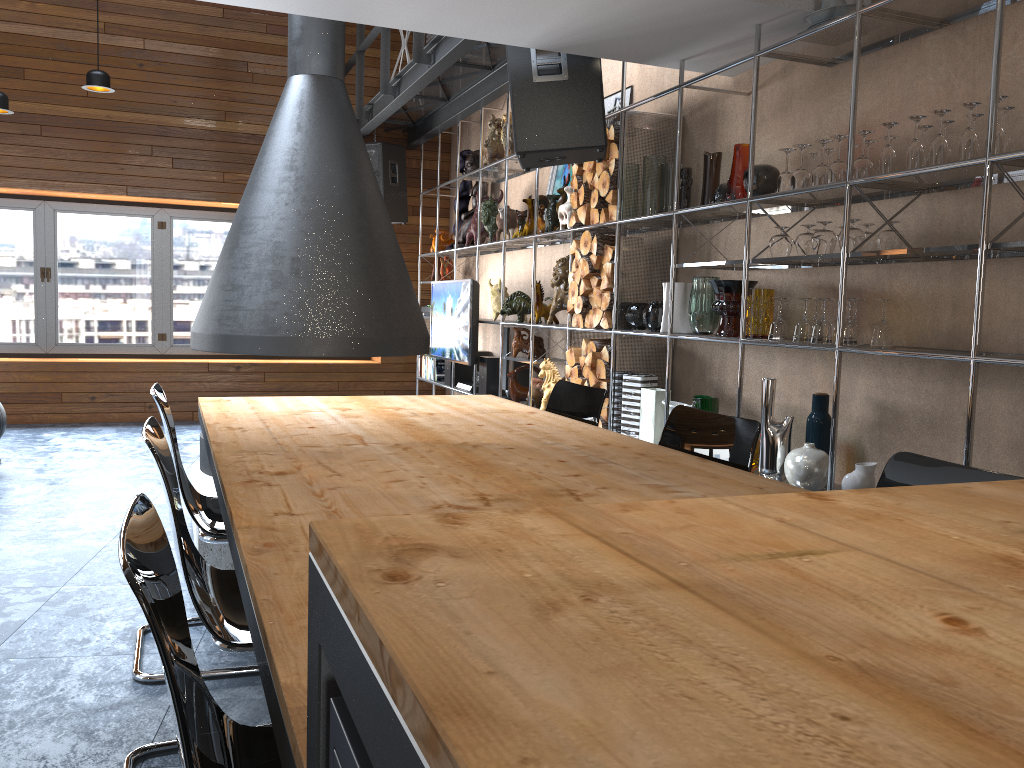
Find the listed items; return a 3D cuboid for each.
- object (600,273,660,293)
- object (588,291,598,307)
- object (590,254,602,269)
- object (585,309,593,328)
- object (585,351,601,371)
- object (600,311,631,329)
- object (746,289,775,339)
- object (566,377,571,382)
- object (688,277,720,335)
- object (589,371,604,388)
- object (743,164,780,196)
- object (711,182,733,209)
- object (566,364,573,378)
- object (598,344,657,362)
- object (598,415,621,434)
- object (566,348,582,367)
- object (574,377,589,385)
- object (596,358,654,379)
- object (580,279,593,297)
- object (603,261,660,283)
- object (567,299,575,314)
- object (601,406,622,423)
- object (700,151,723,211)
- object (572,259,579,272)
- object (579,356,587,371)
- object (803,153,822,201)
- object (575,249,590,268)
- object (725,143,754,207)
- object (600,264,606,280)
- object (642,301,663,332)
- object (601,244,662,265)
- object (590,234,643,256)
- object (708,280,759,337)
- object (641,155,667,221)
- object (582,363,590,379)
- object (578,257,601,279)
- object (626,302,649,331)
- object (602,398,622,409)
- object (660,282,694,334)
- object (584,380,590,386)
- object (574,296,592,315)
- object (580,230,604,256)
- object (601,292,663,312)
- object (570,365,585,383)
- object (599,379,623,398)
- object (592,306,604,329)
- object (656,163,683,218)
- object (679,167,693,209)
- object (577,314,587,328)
[{"bbox_3d":[0.645,-0.532,4.763,0.331,0.110,0.107,0,5,-23],"label":"object"},{"bbox_3d":[0.583,-0.475,4.962,0.288,0.118,0.147,-1,5,-25],"label":"object"},{"bbox_3d":[0.582,-0.670,4.886,0.303,0.090,0.098,0,5,-22],"label":"object"},{"bbox_3d":[0.569,-0.363,4.985,0.299,0.114,0.135,0,5,-23],"label":"object"},{"bbox_3d":[0.580,-0.124,4.901,0.362,0.115,0.098,0,5,-22],"label":"object"},{"bbox_3d":[0.641,-0.343,4.773,0.330,0.105,0.107,0,5,-24],"label":"object"},{"bbox_3d":[1.034,-0.294,3.716,0.120,0.206,0.120,4,5,26],"label":"object"},{"bbox_3d":[0.466,-0.005,5.206,0.331,0.110,0.107,0,5,-23],"label":"object"},{"bbox_3d":[0.885,-0.358,4.074,0.144,0.264,0.142,2,5,9],"label":"object"},{"bbox_3d":[0.598,-0.021,4.887,0.329,0.107,0.128,0,5,-21],"label":"object"},{"bbox_3d":[1.033,-0.831,3.672,0.149,0.149,0.148,4,5,22],"label":"object"},{"bbox_3d":[0.939,-0.836,3.929,0.108,0.109,0.109,2,5,5],"label":"object"},{"bbox_3d":[0.468,-0.060,5.223,0.308,0.120,0.098,-1,5,-26],"label":"object"},{"bbox_3d":[0.626,-0.174,4.807,0.308,0.107,0.121,-1,5,-25],"label":"object"},{"bbox_3d":[0.596,0.225,4.830,0.287,0.112,0.126,0,5,-22],"label":"object"},{"bbox_3d":[0.476,-0.154,5.156,0.299,0.119,0.151,0,5,-19],"label":"object"},{"bbox_3d":[0.515,0.009,5.039,0.330,0.098,0.107,-1,5,-25],"label":"object"},{"bbox_3d":[0.611,-0.084,4.807,0.299,0.114,0.135,0,5,-23],"label":"object"},{"bbox_3d":[0.552,-0.544,5.001,0.331,0.110,0.101,0,5,-19],"label":"object"},{"bbox_3d":[0.639,-0.599,4.757,0.308,0.120,0.098,-1,5,-26],"label":"object"},{"bbox_3d":[0.475,-0.448,5.177,0.303,0.088,0.095,0,5,-23],"label":"object"},{"bbox_3d":[0.629,0.159,4.814,0.303,0.088,0.095,0,5,-23],"label":"object"},{"bbox_3d":[0.904,-0.924,4.021,0.092,0.268,0.092,2,5,1],"label":"object"},{"bbox_3d":[0.507,-0.686,5.144,0.299,0.114,0.135,0,5,-23],"label":"object"},{"bbox_3d":[0.536,-0.116,5.063,0.303,0.090,0.098,0,5,-22],"label":"object"},{"bbox_3d":[1.214,-0.835,3.585,0.071,0.184,0.070,6,7,45],"label":"object"},{"bbox_3d":[0.540,-0.708,5.045,0.362,0.115,0.098,0,5,-22],"label":"object"},{"bbox_3d":[0.985,-0.897,3.806,0.127,0.254,0.126,4,5,22],"label":"object"},{"bbox_3d":[0.630,-0.596,4.837,0.290,0.153,0.112,-1,5,-24],"label":"object"},{"bbox_3d":[0.732,-0.340,4.462,0.151,0.154,0.151,0,5,-18],"label":"object"},{"bbox_3d":[0.644,-0.688,4.789,0.299,0.119,0.151,0,5,-19],"label":"object"},{"bbox_3d":[0.573,-0.752,4.857,0.289,0.121,0.107,0,5,-20],"label":"object"},{"bbox_3d":[0.965,-0.331,3.897,0.218,0.243,0.216,-1,6,-31],"label":"object"},{"bbox_3d":[0.722,-0.995,4.510,0.122,0.313,0.122,2,5,-1],"label":"object"},{"bbox_3d":[0.573,-0.074,5.000,0.321,0.128,0.164,0,5,-22],"label":"object"},{"bbox_3d":[0.543,-0.641,4.955,0.321,0.128,0.164,0,5,-22],"label":"object"},{"bbox_3d":[0.669,-0.352,4.626,0.150,0.146,0.148,-3,6,-41],"label":"object"},{"bbox_3d":[0.627,0.074,4.868,0.286,0.143,0.143,0,5,-22],"label":"object"},{"bbox_3d":[0.812,-0.367,4.290,0.175,0.241,0.165,3,5,14],"label":"object"},{"bbox_3d":[0.558,0.029,4.970,0.331,0.110,0.101,0,5,-19],"label":"object"},{"bbox_3d":[0.510,-0.441,5.040,0.312,0.110,0.103,-1,5,-25],"label":"object"},{"bbox_3d":[0.544,-0.774,4.949,0.312,0.150,0.140,-1,5,-25],"label":"object"},{"bbox_3d":[0.645,-0.438,4.757,0.321,0.109,0.110,0,5,-20],"label":"object"},{"bbox_3d":[0.484,-0.055,5.124,0.290,0.153,0.112,-1,5,-24],"label":"object"},{"bbox_3d":[0.628,0.016,4.807,0.309,0.121,0.111,0,5,-22],"label":"object"},{"bbox_3d":[0.629,-0.356,4.873,0.362,0.131,0.154,0,5,-21],"label":"object"},{"bbox_3d":[0.776,-0.951,4.363,0.113,0.253,0.112,0,5,-21],"label":"object"},{"bbox_3d":[0.823,-0.916,4.205,0.058,0.215,0.077,2,5,5],"label":"object"},{"bbox_3d":[0.530,-0.359,5.088,0.303,0.095,0.087,0,5,-21],"label":"object"}]
